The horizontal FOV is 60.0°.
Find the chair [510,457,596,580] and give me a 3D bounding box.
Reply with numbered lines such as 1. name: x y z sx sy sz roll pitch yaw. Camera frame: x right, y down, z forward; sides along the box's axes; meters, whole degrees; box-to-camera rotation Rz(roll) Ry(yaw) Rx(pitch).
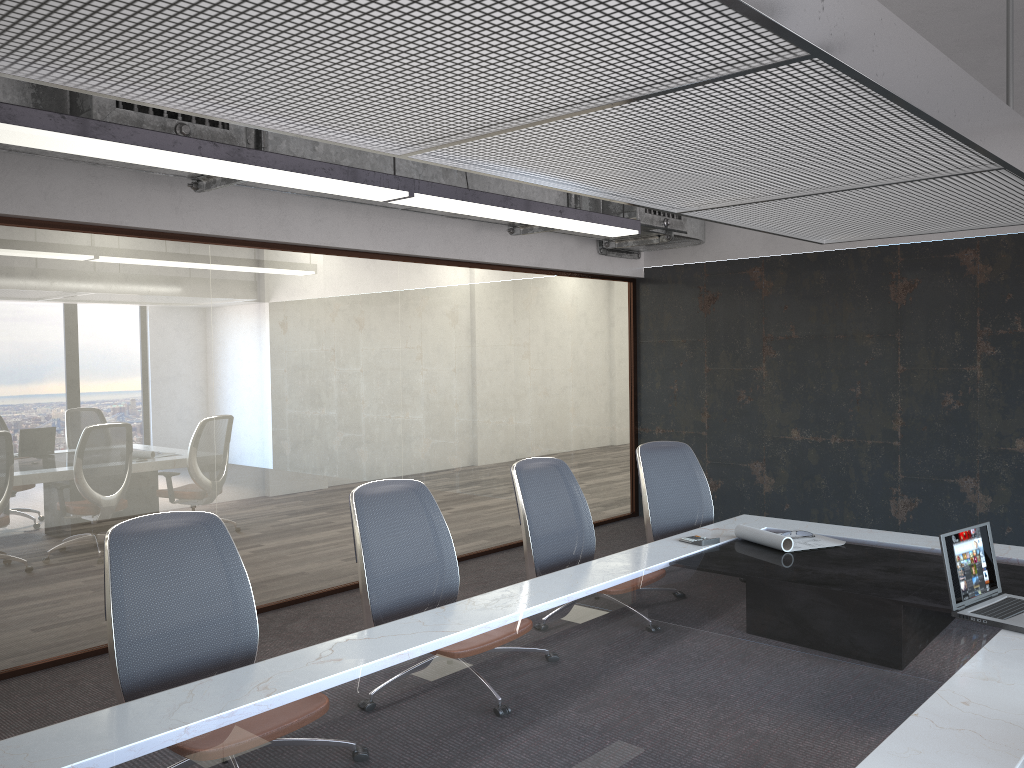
1. chair: 0.395 0.948 4.130 0.828 1.166 0.789 -1 2 6

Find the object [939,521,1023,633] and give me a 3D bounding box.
1. object: 1.706 0.652 3.042 0.366 0.277 0.308 -2 2 -38

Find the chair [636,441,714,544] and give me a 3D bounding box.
1. chair: 1.062 0.916 4.801 0.828 1.166 0.789 0 2 21

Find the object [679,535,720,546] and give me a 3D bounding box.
1. object: 0.908 0.752 4.300 0.126 0.026 0.161 -2 2 -34

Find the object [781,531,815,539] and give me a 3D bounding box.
1. object: 1.387 0.739 4.360 0.200 0.036 0.049 -1 2 -11

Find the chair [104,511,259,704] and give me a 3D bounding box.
1. chair: -0.867 1.012 2.717 0.828 1.166 0.789 -1 2 6

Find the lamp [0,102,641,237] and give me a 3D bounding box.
1. lamp: 0.204 -1.316 2.340 4.126 0.908 6.097 1 2 42

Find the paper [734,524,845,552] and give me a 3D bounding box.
1. paper: 1.338 0.727 4.285 0.379 0.069 0.348 -2 2 -23

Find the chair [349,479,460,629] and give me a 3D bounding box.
1. chair: -0.236 0.980 3.423 0.828 1.166 0.789 -1 2 6

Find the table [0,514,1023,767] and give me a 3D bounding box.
1. table: 0.194 1.211 2.348 1.898 0.745 5.498 1 2 42
